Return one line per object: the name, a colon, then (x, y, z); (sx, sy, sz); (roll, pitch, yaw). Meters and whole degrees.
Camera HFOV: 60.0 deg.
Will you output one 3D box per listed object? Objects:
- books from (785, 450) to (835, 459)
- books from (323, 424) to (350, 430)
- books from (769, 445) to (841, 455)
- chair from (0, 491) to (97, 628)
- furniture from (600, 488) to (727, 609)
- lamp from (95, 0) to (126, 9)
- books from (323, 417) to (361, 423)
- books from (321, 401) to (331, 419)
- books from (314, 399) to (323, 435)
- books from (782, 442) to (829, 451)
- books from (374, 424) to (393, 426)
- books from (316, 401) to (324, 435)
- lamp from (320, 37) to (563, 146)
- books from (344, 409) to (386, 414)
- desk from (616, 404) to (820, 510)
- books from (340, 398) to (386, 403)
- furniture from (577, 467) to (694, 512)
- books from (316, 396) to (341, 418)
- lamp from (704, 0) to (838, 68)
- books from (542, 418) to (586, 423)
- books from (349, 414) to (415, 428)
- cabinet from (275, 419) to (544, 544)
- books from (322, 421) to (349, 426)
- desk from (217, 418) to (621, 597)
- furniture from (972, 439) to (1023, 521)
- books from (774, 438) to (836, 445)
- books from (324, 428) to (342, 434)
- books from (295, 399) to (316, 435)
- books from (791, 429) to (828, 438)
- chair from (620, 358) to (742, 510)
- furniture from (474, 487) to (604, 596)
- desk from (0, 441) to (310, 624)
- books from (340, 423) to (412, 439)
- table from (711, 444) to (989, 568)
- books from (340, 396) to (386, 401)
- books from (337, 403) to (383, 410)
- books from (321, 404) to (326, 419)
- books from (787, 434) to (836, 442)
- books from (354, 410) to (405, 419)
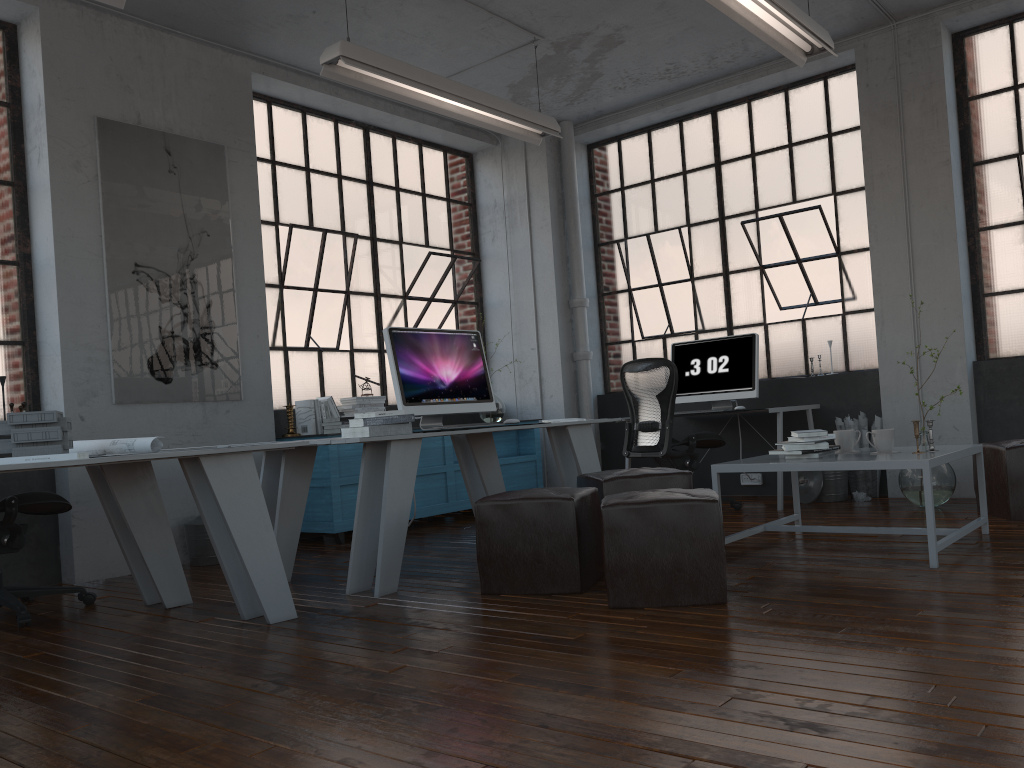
books: (1.456, 0.343, 4.336); (0.171, 0.028, 0.218); (-6, -3, 39)
books: (-1.130, 0.289, 6.055); (0.191, 0.023, 0.242); (-6, -3, 37)
books: (1.424, 0.322, 4.319); (0.273, 0.025, 0.210); (-3, -3, -31)
chair: (-2.407, 0.519, 4.024); (0.770, 1.085, 0.792); (-4, -1, 8)
furniture: (0.589, 0.633, 3.466); (0.471, 0.431, 0.471); (-4, -2, 8)
lamp: (-2.175, -1.893, 2.976); (0.202, 0.628, 1.876); (-5, -2, 39)
books: (-1.138, 0.242, 6.058); (0.191, 0.028, 0.239); (-6, -3, 41)
books: (-1.324, 0.234, 6.180); (0.161, 0.224, 0.065); (-5, -1, 39)
books: (-1.382, 0.230, 6.107); (0.173, 0.241, 0.053); (-5, -1, 39)
books: (1.424, 0.298, 4.319); (0.200, 0.031, 0.272); (-5, -2, 14)
books: (-0.961, 0.297, 6.278); (0.202, 0.012, 0.251); (-6, -3, 41)
books: (-1.364, 0.240, 6.132); (0.152, 0.239, 0.045); (-5, -1, 39)
lamp: (-0.334, -1.706, 5.211); (0.202, 0.205, 1.876); (-5, -3, 39)
books: (-1.079, 0.201, 6.488); (0.168, 0.017, 0.263); (-6, -3, 39)
desk: (1.545, 0.548, 6.613); (1.228, 0.688, 0.932); (-6, -2, 39)
books: (-1.091, 0.121, 6.477); (0.183, 0.016, 0.288); (-6, -3, 39)
furniture: (0.622, 0.658, 4.479); (0.502, 0.460, 0.504); (-4, -2, -12)
books: (-1.282, 0.231, 6.239); (0.176, 0.284, 0.169); (-5, -2, 39)
lamp: (1.069, -2.054, 4.123); (0.202, 0.628, 1.876); (-5, -2, 39)
books: (0.303, 0.215, 5.215); (0.205, 0.019, 0.243); (-4, -2, -11)
books: (-0.616, 0.173, 4.183); (0.257, 0.044, 0.193); (-3, -3, -31)
cabinet: (-0.678, 0.695, 6.719); (0.627, 0.732, 2.261); (-5, -2, 39)
books: (-1.133, 0.267, 6.067); (0.212, 0.023, 0.258); (-6, -3, 39)
desk: (-0.383, 0.607, 4.899); (1.076, 0.704, 2.076); (-6, -3, 39)
furniture: (2.916, 0.535, 4.955); (0.503, 0.460, 0.503); (-4, -2, 6)
books: (1.431, 0.280, 4.325); (0.200, 0.014, 0.275); (-6, -3, 39)
books: (-1.128, 0.317, 6.065); (0.191, 0.032, 0.258); (-6, -3, 41)
books: (-1.417, 0.231, 6.082); (0.173, 0.239, 0.032); (-5, -1, 39)
books: (1.437, 0.240, 4.291); (0.141, 0.026, 0.202); (-4, -2, 9)
chair: (1.114, 0.362, 6.196); (0.771, 1.085, 0.792); (-5, -2, 43)
furniture: (0.129, 0.678, 3.872); (0.480, 0.439, 0.479); (-5, -2, 18)
desk: (-1.849, 0.632, 3.102); (1.066, 0.697, 2.055); (-6, -3, 39)
books: (-0.639, 0.222, 4.186); (0.200, 0.050, 0.271); (-6, -3, 39)
table: (1.653, 0.562, 4.305); (0.973, 0.444, 0.991); (-6, -3, 39)
books: (-1.087, 0.104, 6.466); (0.183, 0.016, 0.288); (-6, -3, 39)
books: (-1.112, 0.165, 6.472); (0.180, 0.028, 0.295); (-6, -3, 39)
books: (-1.350, 0.255, 6.155); (0.161, 0.224, 0.045); (-5, -1, 39)
books: (1.454, 0.262, 4.306); (0.184, 0.026, 0.125); (-3, -2, -21)
books: (-0.628, 0.143, 4.194); (0.153, 0.030, 0.185); (-6, -3, 40)
